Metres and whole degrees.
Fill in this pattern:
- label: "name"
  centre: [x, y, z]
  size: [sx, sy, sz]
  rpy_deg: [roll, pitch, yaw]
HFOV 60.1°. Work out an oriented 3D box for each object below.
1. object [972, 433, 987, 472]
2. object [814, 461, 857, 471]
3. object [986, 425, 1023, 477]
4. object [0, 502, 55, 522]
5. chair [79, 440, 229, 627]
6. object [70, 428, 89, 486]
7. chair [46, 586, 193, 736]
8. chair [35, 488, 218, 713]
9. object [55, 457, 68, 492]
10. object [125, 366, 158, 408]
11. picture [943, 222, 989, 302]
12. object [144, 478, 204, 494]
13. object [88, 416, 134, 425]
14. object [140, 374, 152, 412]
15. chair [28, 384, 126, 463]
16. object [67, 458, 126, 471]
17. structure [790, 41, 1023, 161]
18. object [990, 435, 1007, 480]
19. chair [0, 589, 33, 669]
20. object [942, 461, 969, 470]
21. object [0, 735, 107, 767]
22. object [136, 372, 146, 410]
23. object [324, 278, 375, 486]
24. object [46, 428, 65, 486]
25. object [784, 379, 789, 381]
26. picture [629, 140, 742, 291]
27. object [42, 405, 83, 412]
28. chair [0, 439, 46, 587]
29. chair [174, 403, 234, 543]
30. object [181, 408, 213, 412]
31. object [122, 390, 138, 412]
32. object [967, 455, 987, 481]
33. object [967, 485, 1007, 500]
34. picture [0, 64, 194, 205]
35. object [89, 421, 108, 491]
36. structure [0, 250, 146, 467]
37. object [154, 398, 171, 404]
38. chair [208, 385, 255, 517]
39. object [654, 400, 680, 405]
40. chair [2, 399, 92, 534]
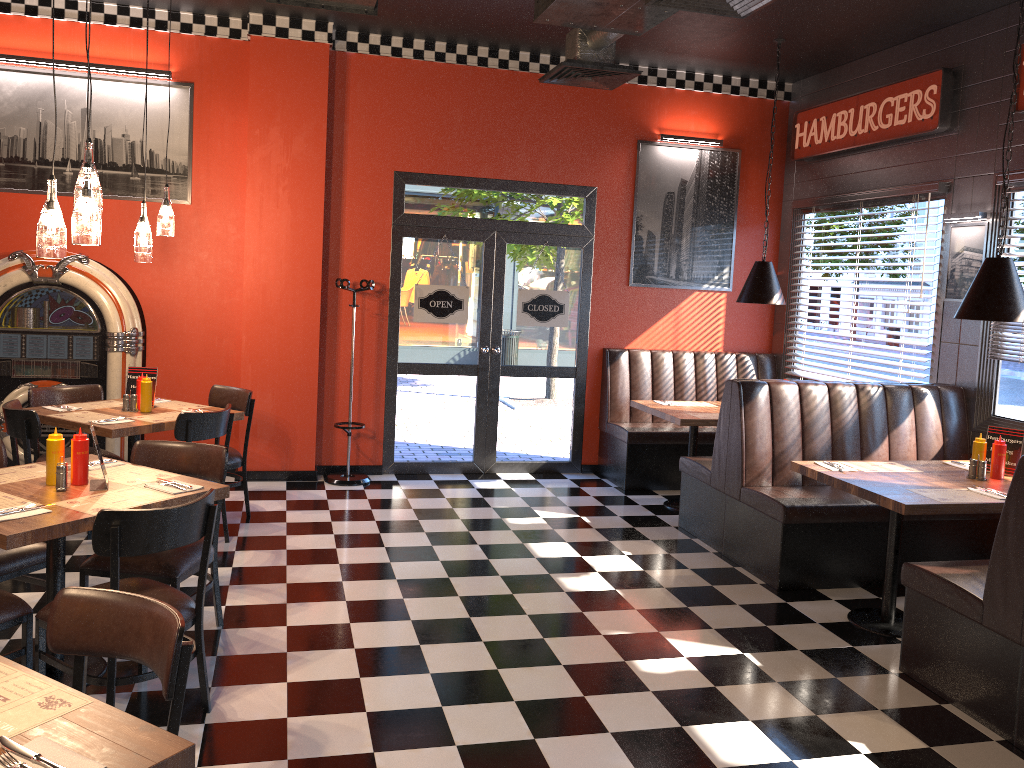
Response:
- label: "object"
  centre: [2.544, 0.385, 4.825]
  size: [0.068, 0.237, 0.068]
  rpy_deg: [0, 5, -31]
- label: "object"
  centre: [1.787, 0.452, 4.867]
  size: [0.157, 0.019, 0.256]
  rpy_deg: [2, 7, -9]
- label: "object"
  centre: [2.728, 0.373, 4.925]
  size: [0.072, 0.256, 0.189]
  rpy_deg: [-1, 7, -44]
- label: "object"
  centre: [-1.804, 0.462, 3.245]
  size: [0.158, 0.019, 0.255]
  rpy_deg: [7, 8, 32]
- label: "chair"
  centre: [-1.601, 0.729, 4.041]
  size: [0.486, 0.864, 0.546]
  rpy_deg: [4, 5, 8]
- label: "object"
  centre: [-1.798, 0.300, 3.688]
  size: [0.068, 0.237, 0.068]
  rpy_deg: [2, 4, -9]
- label: "chair"
  centre: [-1.066, 0.988, 2.063]
  size: [0.487, 0.864, 0.545]
  rpy_deg: [6, 6, 30]
- label: "chair"
  centre: [-1.421, 0.823, 3.316]
  size: [0.546, 0.864, 0.487]
  rpy_deg: [6, 6, 34]
- label: "object"
  centre: [-1.827, 0.361, 3.595]
  size: [0.046, 0.135, 0.094]
  rpy_deg: [1, 5, -25]
- label: "object"
  centre: [-2.396, 0.021, 5.721]
  size: [0.188, 0.256, 0.072]
  rpy_deg: [2, 4, -5]
- label: "picture"
  centre: [3.094, -0.828, 6.044]
  size: [0.012, 0.535, 0.352]
  rpy_deg: [2, 5, -15]
- label: "object"
  centre: [-1.437, 0.423, 3.733]
  size: [0.255, 0.019, 0.158]
  rpy_deg: [7, 8, 33]
- label: "object"
  centre: [-2.319, 0.209, 5.175]
  size: [0.158, 0.019, 0.255]
  rpy_deg: [7, 8, 34]
- label: "object"
  centre: [-2.293, 0.056, 5.555]
  size: [0.068, 0.237, 0.068]
  rpy_deg: [2, 5, -17]
- label: "chair"
  centre: [-2.843, 0.463, 5.773]
  size: [0.546, 0.864, 0.487]
  rpy_deg: [7, 6, 40]
- label: "object"
  centre: [-1.908, 0.365, 4.024]
  size: [0.158, 0.019, 0.255]
  rpy_deg: [7, 8, 30]
- label: "structure"
  centre: [3.965, -1.521, 2.568]
  size: [0.120, 0.437, 11.311]
  rpy_deg: [2, 7, -15]
- label: "object"
  centre: [2.627, 0.394, 4.783]
  size: [0.068, 0.237, 0.068]
  rpy_deg: [0, 5, -31]
- label: "chair"
  centre: [-2.109, 0.804, 3.181]
  size: [0.487, 0.864, 0.545]
  rpy_deg: [5, 5, 25]
- label: "object"
  centre: [2.617, 0.470, 5.077]
  size: [0.157, 0.019, 0.256]
  rpy_deg: [1, 7, -15]
- label: "object"
  centre: [-0.888, 0.698, 1.628]
  size: [0.255, 0.019, 0.158]
  rpy_deg: [7, 8, 30]
- label: "object"
  centre: [-2.350, 0.044, 5.628]
  size: [0.068, 0.237, 0.068]
  rpy_deg: [2, 5, -17]
- label: "object"
  centre: [-1.309, -0.026, 7.220]
  size: [0.375, 1.653, 0.375]
  rpy_deg: [3, 4, 8]
- label: "object"
  centre: [-1.889, 0.298, 3.666]
  size: [0.068, 0.237, 0.068]
  rpy_deg: [2, 4, -9]
- label: "object"
  centre: [2.161, 0.094, 7.059]
  size: [0.072, 0.256, 0.189]
  rpy_deg: [3, 5, -5]
- label: "picture"
  centre: [1.582, -1.518, 8.072]
  size: [1.023, 1.297, 0.016]
  rpy_deg: [2, 4, -15]
- label: "object"
  centre: [-2.783, 0.147, 5.509]
  size: [0.255, 0.019, 0.158]
  rpy_deg: [7, 8, 33]
- label: "chair"
  centre: [-2.330, 0.714, 3.858]
  size: [0.545, 0.864, 0.487]
  rpy_deg: [5, 5, 23]
- label: "chair"
  centre: [-1.990, 0.557, 5.340]
  size: [0.545, 0.864, 0.488]
  rpy_deg: [4, 5, 17]
- label: "object"
  centre: [-1.990, 0.173, 5.625]
  size: [0.255, 0.019, 0.158]
  rpy_deg: [7, 8, 31]
- label: "object"
  centre: [-2.391, 0.104, 5.548]
  size: [0.093, 0.135, 0.047]
  rpy_deg: [2, 5, -15]
- label: "object"
  centre: [2.493, 0.444, 4.742]
  size: [0.047, 0.135, 0.094]
  rpy_deg: [-1, 7, -44]
- label: "object"
  centre: [2.384, 0.536, 4.411]
  size: [0.157, 0.019, 0.256]
  rpy_deg: [1, 7, -18]
- label: "picture"
  centre: [-3.374, -1.905, 6.760]
  size: [1.769, 0.937, 0.023]
  rpy_deg: [1, 4, -15]
- label: "object"
  centre: [-1.716, 0.295, 3.685]
  size: [0.072, 0.256, 0.189]
  rpy_deg: [1, 5, -25]
- label: "structure"
  centre: [-3.435, -0.115, 6.619]
  size: [1.294, 1.762, 0.502]
  rpy_deg: [2, 5, -15]
- label: "object"
  centre: [-2.431, 0.114, 5.944]
  size: [0.157, 0.019, 0.255]
  rpy_deg: [6, 7, 24]
- label: "chair"
  centre: [-2.070, 0.468, 6.061]
  size: [0.487, 0.864, 0.545]
  rpy_deg: [7, 6, 40]
- label: "object"
  centre: [1.266, 0.152, 7.202]
  size: [0.157, 0.019, 0.256]
  rpy_deg: [1, 7, -14]
- label: "chair"
  centre: [-2.679, 0.540, 5.192]
  size: [0.545, 0.864, 0.488]
  rpy_deg: [-1, 6, -40]
